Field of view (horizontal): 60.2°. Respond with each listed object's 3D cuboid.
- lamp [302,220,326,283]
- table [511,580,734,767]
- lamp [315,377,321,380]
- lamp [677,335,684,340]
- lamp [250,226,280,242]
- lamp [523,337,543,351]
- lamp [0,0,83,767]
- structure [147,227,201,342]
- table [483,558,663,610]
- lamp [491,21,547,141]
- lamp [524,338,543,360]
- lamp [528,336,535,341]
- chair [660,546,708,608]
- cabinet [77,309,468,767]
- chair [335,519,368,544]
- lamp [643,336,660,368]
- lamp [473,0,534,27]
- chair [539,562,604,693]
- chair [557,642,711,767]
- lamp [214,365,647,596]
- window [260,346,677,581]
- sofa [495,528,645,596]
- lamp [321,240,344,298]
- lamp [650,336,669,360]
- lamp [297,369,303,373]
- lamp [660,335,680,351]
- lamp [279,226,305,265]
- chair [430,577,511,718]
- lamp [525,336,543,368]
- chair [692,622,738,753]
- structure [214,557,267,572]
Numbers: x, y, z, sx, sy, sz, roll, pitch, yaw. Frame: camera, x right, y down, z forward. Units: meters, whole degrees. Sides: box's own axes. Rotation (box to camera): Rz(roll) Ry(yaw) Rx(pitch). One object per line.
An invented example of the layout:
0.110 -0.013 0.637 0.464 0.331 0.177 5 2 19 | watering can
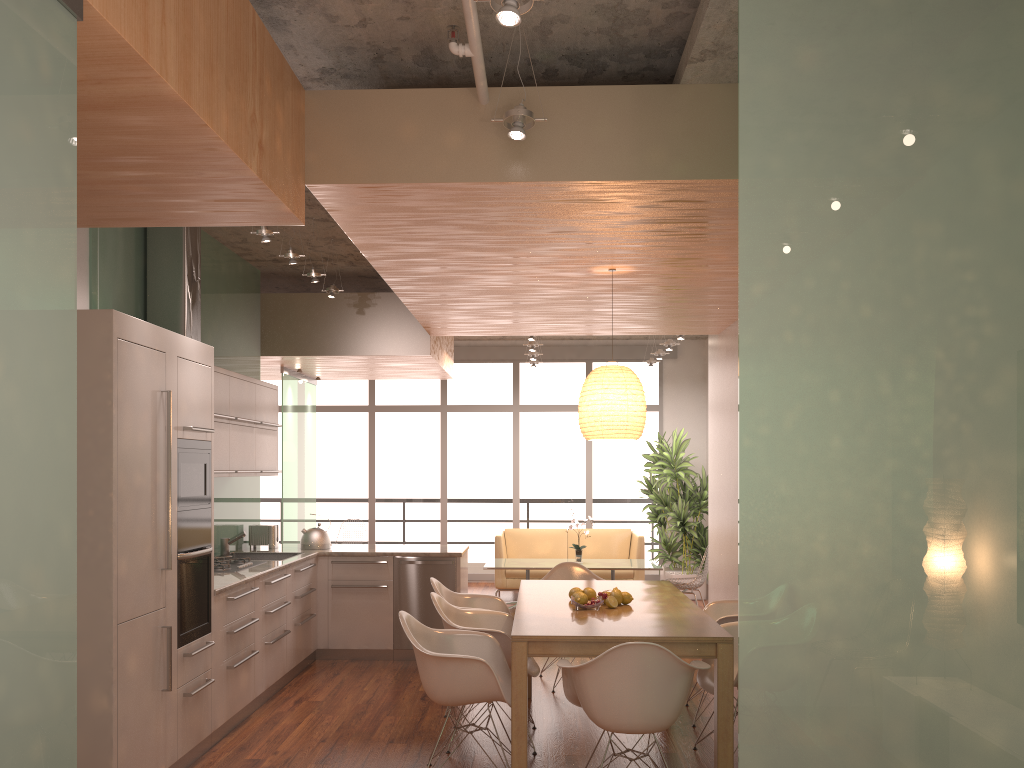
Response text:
-1.431 -0.968 6.383 0.152 0.470 0.103 0 0 -30 | lamp
0.542 1.672 5.118 1.026 0.807 2.080 0 -5 2 | table
-2.172 -0.276 9.904 0.102 0.470 0.153 0 -1 -26 | lamp
1.741 -0.696 9.067 0.198 0.482 0.134 1 -1 -30 | lamp
-1.468 -1.078 5.247 0.152 0.470 0.103 0 0 -30 | lamp
0.237 -0.611 9.948 0.198 0.482 0.134 1 -1 -30 | lamp
0.223 0.319 4.505 0.446 3.390 8.229 0 -4 20 | lamp
-2.210 -0.699 5.780 0.255 1.132 0.262 0 0 2 | structure
0.647 2.238 9.652 1.871 0.559 0.943 0 -4 2 | table
0.029 -1.232 3.562 0.198 0.482 0.134 1 -1 -30 | lamp
0.264 -0.532 10.767 0.198 0.482 0.134 1 -1 -30 | lamp
0.211 -0.691 9.128 0.198 0.482 0.134 1 -1 -30 | lamp
1.730 1.982 8.746 0.562 0.900 0.543 -1 -2 22 | chair
-1.427 1.019 5.942 1.915 2.270 4.259 0 -4 2 | cabinet
-2.208 2.295 12.000 0.543 0.900 0.562 0 -2 2 | chair
1.821 -0.457 11.525 0.198 0.482 0.134 1 -1 -30 | lamp
-0.002 -1.321 2.641 0.198 0.482 0.134 1 -1 -30 | lamp
0.495 1.793 6.599 0.683 0.860 0.645 1 -2 -13 | chair
0.539 1.542 4.016 0.684 0.860 0.645 0 -2 -3 | chair
-0.756 0.679 6.514 3.217 1.345 3.078 0 -5 2 | lamp
-1.980 1.126 12.456 8.562 3.279 0.062 0 0 2 | window
0.699 2.224 10.931 1.802 0.837 0.881 0 -3 2 | sofa
-1.412 -0.913 6.951 0.152 0.470 0.103 0 0 -30 | lamp
1.795 -0.537 10.706 0.198 0.482 0.134 1 -1 -30 | lamp
-2.196 -0.350 9.142 0.102 0.470 0.153 0 -1 -26 | lamp
1.768 -0.616 9.886 0.198 0.482 0.134 1 -1 -30 | lamp
-1.450 -1.023 5.815 0.152 0.470 0.103 0 0 -30 | lamp
-0.224 1.722 5.881 0.642 0.860 0.686 0 -2 -3 | chair
0.291 -0.452 11.586 0.198 0.482 0.134 1 -1 -30 | lamp
1.339 1.615 4.765 0.642 0.860 0.686 0 -2 -8 | chair
-2.063 1.267 6.211 0.489 0.038 0.679 0 -6 2 | structure
